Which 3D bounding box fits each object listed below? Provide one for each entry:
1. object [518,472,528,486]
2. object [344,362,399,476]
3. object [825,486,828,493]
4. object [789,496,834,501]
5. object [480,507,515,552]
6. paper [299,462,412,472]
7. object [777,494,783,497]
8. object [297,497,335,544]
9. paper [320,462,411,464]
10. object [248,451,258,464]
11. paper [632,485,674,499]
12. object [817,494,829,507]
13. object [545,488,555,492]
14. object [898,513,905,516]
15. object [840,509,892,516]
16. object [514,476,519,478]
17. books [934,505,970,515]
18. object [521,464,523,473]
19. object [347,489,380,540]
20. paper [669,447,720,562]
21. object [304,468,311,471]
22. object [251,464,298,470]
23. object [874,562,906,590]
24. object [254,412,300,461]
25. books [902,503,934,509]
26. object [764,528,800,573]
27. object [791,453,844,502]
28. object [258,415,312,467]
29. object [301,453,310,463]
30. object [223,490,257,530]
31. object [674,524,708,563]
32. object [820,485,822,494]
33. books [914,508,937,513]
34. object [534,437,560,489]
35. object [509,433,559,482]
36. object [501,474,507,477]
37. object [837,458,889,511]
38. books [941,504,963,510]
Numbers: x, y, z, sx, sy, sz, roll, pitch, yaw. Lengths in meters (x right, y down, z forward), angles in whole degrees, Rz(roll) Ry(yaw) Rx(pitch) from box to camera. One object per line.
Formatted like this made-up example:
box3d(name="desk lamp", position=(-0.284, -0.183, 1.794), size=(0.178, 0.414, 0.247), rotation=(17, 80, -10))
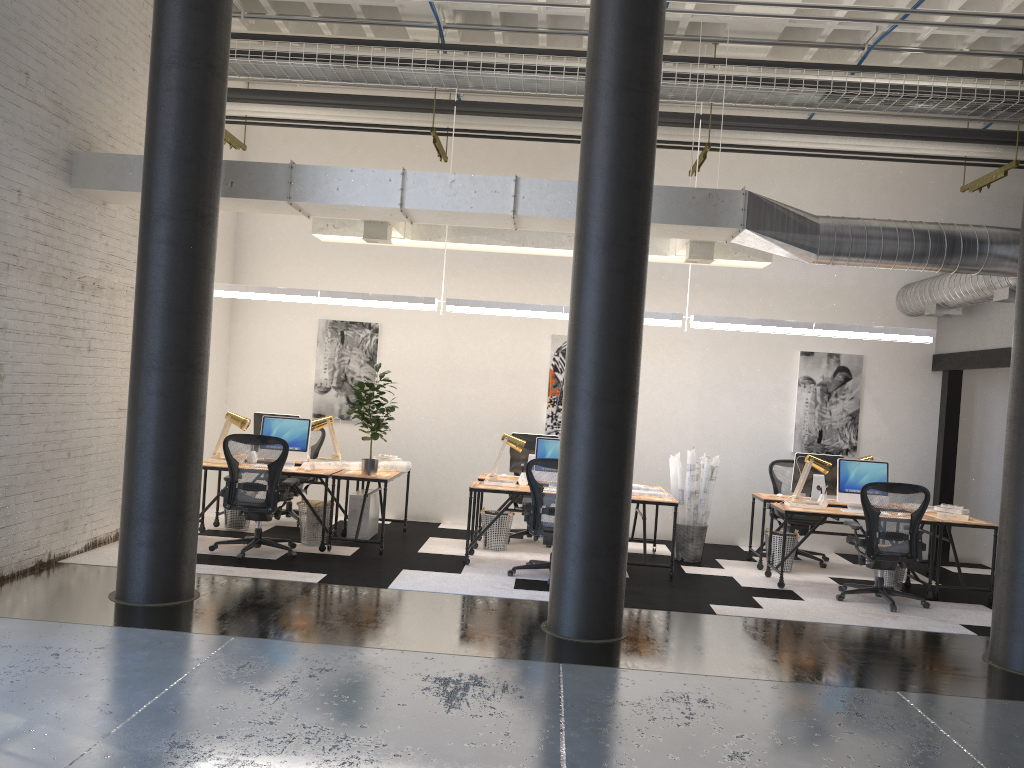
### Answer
box3d(name="object", position=(0.113, 0.926, 8.647), size=(0.101, 0.127, 0.101), rotation=(4, 0, -42))
box3d(name="object", position=(-1.340, 0.327, 8.398), size=(0.514, 1.078, 0.438), rotation=(4, 0, -7))
box3d(name="object", position=(3.020, 1.084, 8.572), size=(0.054, 0.207, 0.008), rotation=(4, 1, -15))
box3d(name="object", position=(3.131, 1.192, 9.252), size=(0.439, 0.017, 0.118), rotation=(4, 0, 2))
box3d(name="object", position=(-0.158, 1.482, 9.091), size=(0.359, 0.435, 0.353), rotation=(4, 0, -1))
box3d(name="paper", position=(-1.539, 0.812, 8.749), size=(1.134, 0.082, 0.083), rotation=(4, 0, -23))
box3d(name="object", position=(2.805, 1.163, 9.273), size=(0.059, 0.029, 0.106), rotation=(4, 0, 3))
box3d(name="object", position=(-1.937, 1.335, 8.697), size=(0.359, 0.435, 0.353), rotation=(4, 0, -1))
box3d(name="paper", position=(-1.531, 0.813, 8.917), size=(1.134, 0.082, 0.083), rotation=(4, 0, -33))
box3d(name="object", position=(-2.560, 0.721, 8.740), size=(0.101, 0.127, 0.101), rotation=(4, 0, -42))
box3d(name="paper", position=(1.260, 1.045, 8.687), size=(0.568, 0.061, 0.626), rotation=(4, 0, 0))
box3d(name="object", position=(3.003, 1.125, 8.566), size=(0.101, 0.127, 0.101), rotation=(4, 0, -42))
box3d(name="object", position=(0.408, 0.999, 8.352), size=(0.439, 0.017, 0.118), rotation=(4, 0, 2))
box3d(name="object", position=(3.625, 1.214, 8.249), size=(0.059, 0.029, 0.106), rotation=(4, 0, 3))
box3d(name="object", position=(3.298, 1.198, 8.270), size=(0.439, 0.017, 0.118), rotation=(4, 0, 2))
box3d(name="object", position=(0.242, 0.993, 9.333), size=(0.439, 0.017, 0.118), rotation=(4, 0, 2))
box3d(name="books", position=(4.185, 1.197, 8.434), size=(0.193, 0.044, 0.257), rotation=(4, 0, -40))
box3d(name="object", position=(0.102, 0.884, 8.647), size=(0.008, 0.207, 0.054), rotation=(4, 1, -32))
box3d(name="object", position=(-1.545, 1.358, 9.263), size=(0.221, 0.455, 0.544), rotation=(4, 0, 3))
box3d(name="paper", position=(1.850, 1.238, 9.202), size=(0.441, 1.198, 0.412), rotation=(4, 1, -19))
box3d(name="object", position=(-1.938, 0.809, 8.423), size=(0.059, 0.029, 0.106), rotation=(4, 0, 3))
box3d(name="object", position=(-2.265, 0.793, 8.445), size=(0.439, 0.017, 0.118), rotation=(4, 0, 2))
box3d(name="object", position=(3.626, 1.740, 8.523), size=(0.359, 0.435, 0.353), rotation=(4, 0, -1))
box3d(name="object", position=(-2.451, 0.551, 9.203), size=(0.483, 0.485, 0.189), rotation=(4, 0, 3))
box3d(name="books", position=(4.199, 1.262, 9.162), size=(0.200, 0.024, 0.235), rotation=(4, 0, -24))
box3d(name="object", position=(2.732, 1.681, 9.010), size=(0.359, 0.435, 0.353), rotation=(4, 0, -1))
box3d(name="object", position=(3.112, 0.955, 9.028), size=(0.483, 0.485, 0.189), rotation=(4, 0, 3))
box3d(name="object", position=(-2.213, 0.564, 8.663), size=(0.483, 0.485, 0.189), rotation=(4, 0, 3))
box3d(name="object", position=(-2.129, 0.752, 9.130), size=(0.101, 0.127, 0.101), rotation=(4, 0, -42))
box3d(name="object", position=(-2.831, 1.276, 9.184), size=(0.359, 0.435, 0.353), rotation=(4, 0, -1))
box3d(name="object", position=(1.842, 1.650, 9.218), size=(0.353, 0.398, 0.353), rotation=(4, 0, -42))
box3d(name="object", position=(2.992, 1.082, 8.565), size=(0.008, 0.207, 0.054), rotation=(4, 1, -32))
box3d(name="books", position=(4.142, 1.260, 8.819), size=(0.243, 0.019, 0.205), rotation=(4, 0, -20))
box3d(name="object", position=(0.460, 0.770, 8.571), size=(0.483, 0.485, 0.189), rotation=(4, 0, 3))
box3d(name="object", position=(0.222, 0.757, 9.110), size=(0.483, 0.485, 0.189), rotation=(4, 0, 3))
box3d(name="object", position=(-0.085, 0.964, 9.355), size=(0.059, 0.029, 0.106), rotation=(4, 0, 3))
box3d(name="object", position=(3.349, 0.969, 8.489), size=(0.483, 0.485, 0.189), rotation=(4, 0, 3))
box3d(name="books", position=(4.178, 1.165, 8.421), size=(0.185, 0.030, 0.153), rotation=(4, 0, 30))
